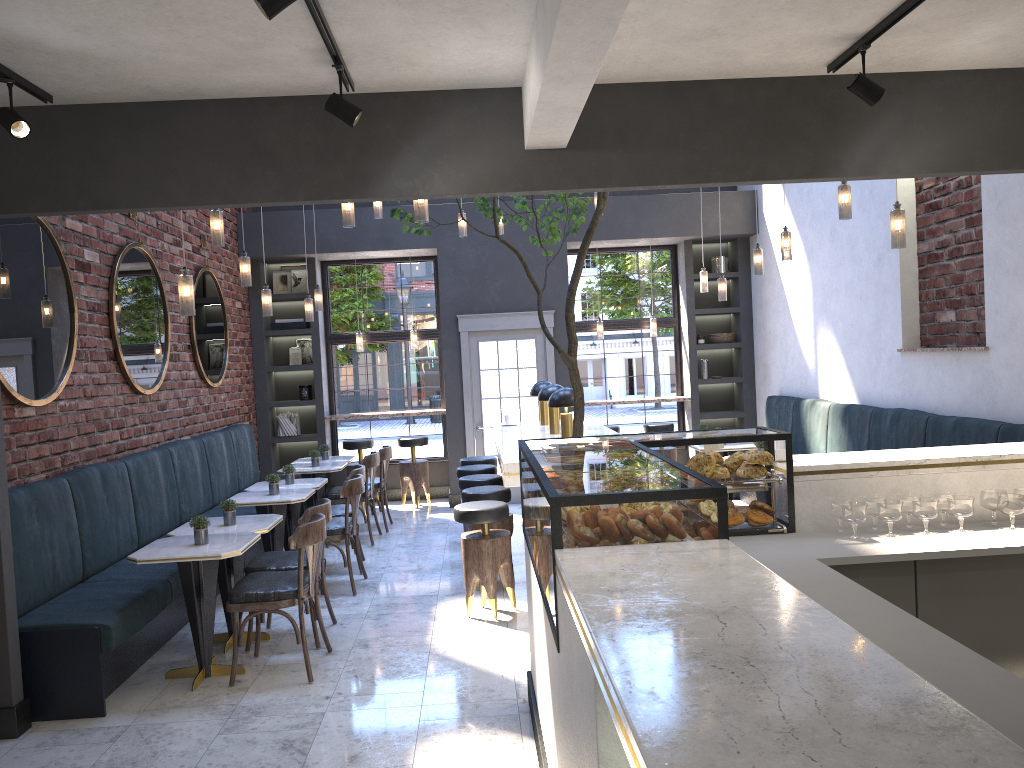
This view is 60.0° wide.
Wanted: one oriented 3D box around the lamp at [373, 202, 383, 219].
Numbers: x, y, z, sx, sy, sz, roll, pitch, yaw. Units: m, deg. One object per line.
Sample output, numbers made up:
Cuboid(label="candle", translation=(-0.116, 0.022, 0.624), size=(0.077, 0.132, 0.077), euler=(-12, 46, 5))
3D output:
Cuboid(label="lamp", translation=(-1.321, -3.559, 7.995), size=(0.078, 4.106, 0.078), euler=(-4, 2, -18))

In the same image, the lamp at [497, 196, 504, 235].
Cuboid(label="lamp", translation=(-0.227, -3.590, 9.049), size=(0.078, 4.106, 0.078), euler=(-4, 2, -18))

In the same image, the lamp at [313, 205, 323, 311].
Cuboid(label="lamp", translation=(-2.078, -2.798, 8.997), size=(0.078, 4.106, 0.078), euler=(-4, 2, -18))

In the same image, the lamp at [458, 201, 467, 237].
Cuboid(label="lamp", translation=(-0.574, -3.461, 8.411), size=(0.078, 4.106, 0.078), euler=(-4, 2, -18))

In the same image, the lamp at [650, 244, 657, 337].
Cuboid(label="lamp", translation=(1.701, -1.295, 10.837), size=(0.078, 1.429, 0.078), euler=(-2, 3, 27))

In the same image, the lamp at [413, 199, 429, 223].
Cuboid(label="lamp", translation=(-0.603, -2.942, 4.807), size=(0.078, 4.106, 0.078), euler=(-2, 3, 27))

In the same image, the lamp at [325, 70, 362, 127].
Cuboid(label="lamp", translation=(-0.716, -1.207, 3.752), size=(0.157, 0.239, 0.087), euler=(-3, 2, -8))

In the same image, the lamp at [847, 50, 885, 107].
Cuboid(label="lamp", translation=(1.534, -1.324, 3.847), size=(0.157, 0.235, 0.087), euler=(-3, 2, -8))

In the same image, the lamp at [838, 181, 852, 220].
Cuboid(label="lamp", translation=(2.057, -3.118, 5.670), size=(0.078, 4.106, 0.078), euler=(-4, 2, -18))

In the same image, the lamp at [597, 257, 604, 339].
Cuboid(label="lamp", translation=(1.046, -1.260, 10.809), size=(0.078, 1.429, 0.078), euler=(-5, 3, -40))

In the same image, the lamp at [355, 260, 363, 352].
Cuboid(label="lamp", translation=(-1.872, -1.106, 10.687), size=(0.078, 1.429, 0.078), euler=(-2, 3, 27))

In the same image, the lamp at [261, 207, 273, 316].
Cuboid(label="lamp", translation=(-2.124, -2.609, 7.247), size=(0.078, 4.106, 0.078), euler=(-3, 2, 5))

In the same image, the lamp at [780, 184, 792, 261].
Cuboid(label="lamp", translation=(2.017, -3.003, 6.769), size=(0.078, 4.106, 0.078), euler=(-5, 3, -40))

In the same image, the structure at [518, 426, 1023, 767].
Cuboid(label="structure", translation=(1.789, 0.917, 1.527), size=(3.205, 1.300, 5.803), euler=(-3, 2, -2))

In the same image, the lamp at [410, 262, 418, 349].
Cuboid(label="lamp", translation=(-1.217, -1.140, 10.714), size=(0.078, 1.429, 0.078), euler=(-5, 3, -40))

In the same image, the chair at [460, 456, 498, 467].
Cuboid(label="chair", translation=(-0.309, 1.093, 8.722), size=(0.372, 0.737, 0.370), euler=(-1, 3, 41))

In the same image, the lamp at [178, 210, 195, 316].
Cuboid(label="lamp", translation=(-1.879, -2.424, 4.771), size=(0.078, 4.106, 0.078), euler=(-4, 2, -18))

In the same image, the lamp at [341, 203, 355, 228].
Cuboid(label="lamp", translation=(-1.158, -3.065, 5.646), size=(0.078, 4.106, 0.078), euler=(-2, 3, 27))

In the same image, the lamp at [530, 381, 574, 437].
Cuboid(label="lamp", translation=(-0.204, -1.075, 3.622), size=(4.182, 3.257, 8.834), euler=(-4, 2, -19))

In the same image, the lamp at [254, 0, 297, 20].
Cuboid(label="lamp", translation=(-0.675, -1.173, 2.559), size=(0.157, 0.239, 0.087), euler=(-3, 2, -8))

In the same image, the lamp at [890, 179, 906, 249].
Cuboid(label="lamp", translation=(2.102, -2.824, 4.983), size=(0.078, 4.106, 0.078), euler=(-4, 2, -18))

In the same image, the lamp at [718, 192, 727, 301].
Cuboid(label="lamp", translation=(1.948, -2.859, 8.557), size=(0.078, 4.106, 0.078), euler=(-4, 2, -18))

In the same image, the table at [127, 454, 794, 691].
Cuboid(label="table", translation=(0.157, 1.108, 7.171), size=(4.599, 0.751, 4.828), euler=(-3, 2, -2))

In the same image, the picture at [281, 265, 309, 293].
Cuboid(label="picture", translation=(-2.634, -1.266, 10.829), size=(0.361, 0.369, 0.055), euler=(-3, 2, -2))

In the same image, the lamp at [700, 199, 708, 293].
Cuboid(label="lamp", translation=(1.912, -3.011, 9.215), size=(0.078, 4.106, 0.078), euler=(-4, 2, -18))

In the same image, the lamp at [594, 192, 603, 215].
Cuboid(label="lamp", translation=(0.739, -3.685, 8.514), size=(0.078, 4.106, 0.078), euler=(-4, 2, -18))

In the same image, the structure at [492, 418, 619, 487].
Cuboid(label="structure", translation=(0.389, 0.942, 7.286), size=(0.990, 1.050, 3.489), euler=(-3, 2, -2))

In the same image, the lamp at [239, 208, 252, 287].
Cuboid(label="lamp", translation=(-2.106, -2.785, 6.596), size=(0.078, 4.106, 0.078), euler=(-3, 2, 5))

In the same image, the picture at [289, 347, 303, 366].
Cuboid(label="picture", translation=(-2.647, -0.340, 10.847), size=(0.161, 0.227, 0.049), euler=(-3, 2, -2))

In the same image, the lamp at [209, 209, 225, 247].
Cuboid(label="lamp", translation=(-1.933, -2.905, 5.436), size=(0.078, 4.106, 0.078), euler=(-4, 2, -18))

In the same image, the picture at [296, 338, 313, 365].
Cuboid(label="picture", translation=(-2.522, -0.397, 10.876), size=(0.247, 0.326, 0.044), euler=(-3, 2, -2))

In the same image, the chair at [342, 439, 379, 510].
Cuboid(label="chair", translation=(-1.803, 1.074, 10.528), size=(0.370, 0.821, 0.372), euler=(-5, 3, -40))

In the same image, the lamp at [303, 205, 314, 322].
Cuboid(label="lamp", translation=(-2.046, -2.649, 8.430), size=(0.078, 4.106, 0.078), euler=(-4, 2, -18))

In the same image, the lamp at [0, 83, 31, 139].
Cuboid(label="lamp", translation=(-2.079, -1.133, 3.693), size=(0.157, 0.235, 0.087), euler=(-1, 3, 38))

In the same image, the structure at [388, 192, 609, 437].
Cuboid(label="structure", translation=(0.333, -1.493, 6.218), size=(3.744, 5.991, 2.805), euler=(-1, 3, 41))

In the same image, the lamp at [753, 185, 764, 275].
Cuboid(label="lamp", translation=(1.990, -2.974, 7.442), size=(0.078, 4.106, 0.078), euler=(-5, 3, -40))

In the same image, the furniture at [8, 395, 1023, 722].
Cuboid(label="furniture", translation=(0.147, 0.907, 7.208), size=(6.021, 1.151, 5.339), euler=(-3, 2, -2))

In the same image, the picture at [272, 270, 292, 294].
Cuboid(label="picture", translation=(-2.796, -1.231, 10.788), size=(0.230, 0.313, 0.061), euler=(-3, 2, -2))

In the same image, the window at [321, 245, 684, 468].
Cuboid(label="window", translation=(0.103, -1.581, 4.847), size=(6.405, 5.366, 12.705), euler=(-3, 2, -2))
